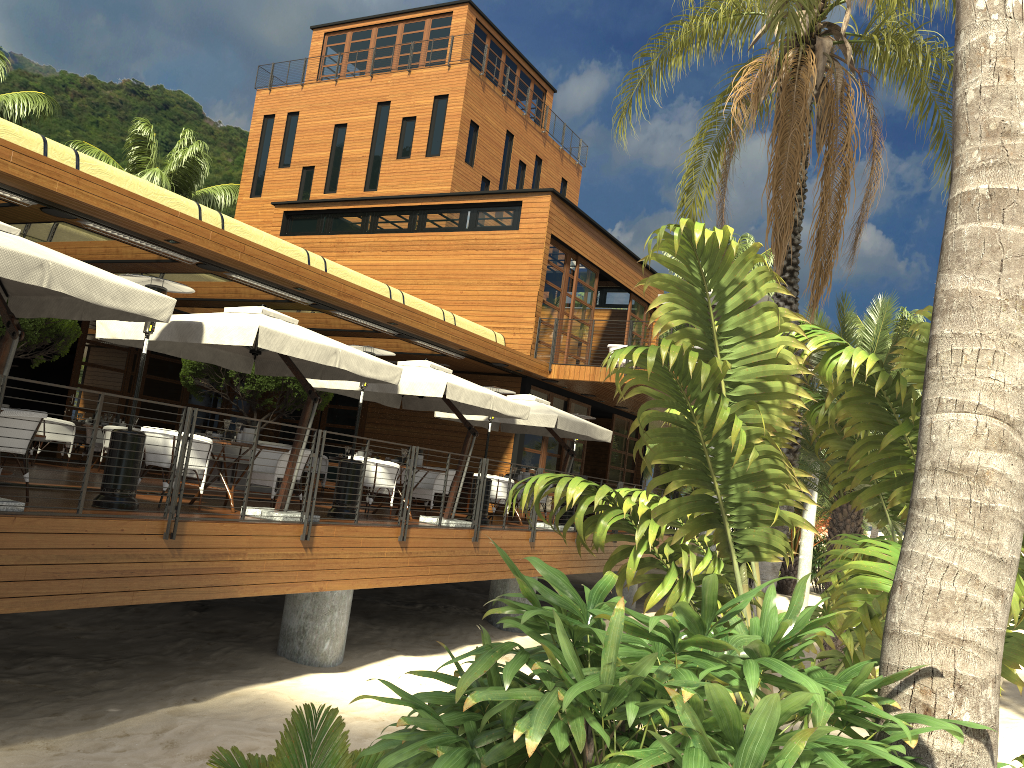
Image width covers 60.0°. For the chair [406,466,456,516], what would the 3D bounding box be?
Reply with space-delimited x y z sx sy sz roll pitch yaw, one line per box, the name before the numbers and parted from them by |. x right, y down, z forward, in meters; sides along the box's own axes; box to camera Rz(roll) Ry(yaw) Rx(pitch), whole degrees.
chair | -1.217 1.660 13.504 0.628 0.790 0.615 3 -8 30

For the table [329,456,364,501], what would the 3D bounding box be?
table | -2.975 1.834 16.961 1.166 0.751 1.163 3 -8 34

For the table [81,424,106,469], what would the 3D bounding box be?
table | -6.939 1.144 15.431 1.166 0.751 1.163 6 -7 9

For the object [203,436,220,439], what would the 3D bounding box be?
object | -3.286 0.580 9.607 0.295 0.025 0.170 4 -7 29

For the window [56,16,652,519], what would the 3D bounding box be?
window | -3.050 -6.303 22.567 14.492 18.005 38.320 7 -7 6

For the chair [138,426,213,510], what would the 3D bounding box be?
chair | -3.555 0.874 9.205 0.628 0.790 0.615 3 -8 30

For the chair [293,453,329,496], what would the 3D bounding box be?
chair | -3.814 1.678 16.720 0.616 0.790 0.626 9 -7 -15

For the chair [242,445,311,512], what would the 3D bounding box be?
chair | -2.782 1.130 10.592 0.628 0.790 0.615 3 -8 30

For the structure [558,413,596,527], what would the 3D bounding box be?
structure | 1.145 1.645 17.024 0.699 2.197 0.697 5 -8 17

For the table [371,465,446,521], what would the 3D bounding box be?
table | -1.599 1.548 12.785 0.932 0.751 0.929 4 -8 29

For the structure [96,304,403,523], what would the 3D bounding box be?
structure | -2.986 0.250 9.952 2.415 2.338 2.407 4 -8 29

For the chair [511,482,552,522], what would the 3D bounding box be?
chair | 0.376 2.199 16.468 0.628 0.790 0.615 3 -8 30

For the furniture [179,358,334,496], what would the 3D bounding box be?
furniture | -4.493 0.479 15.383 2.617 2.729 2.687 5 -7 19

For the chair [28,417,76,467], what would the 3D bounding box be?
chair | -7.716 0.955 14.813 0.615 0.790 0.627 13 -9 -40

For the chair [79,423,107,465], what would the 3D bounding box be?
chair | -7.465 1.129 16.079 0.626 0.790 0.616 13 -9 -40

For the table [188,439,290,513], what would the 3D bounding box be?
table | -3.178 1.014 9.848 0.932 0.751 0.929 4 -8 29

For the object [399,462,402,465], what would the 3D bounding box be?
object | -1.594 1.131 12.643 0.080 0.042 0.080 9 -7 -10

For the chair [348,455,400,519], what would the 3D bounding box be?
chair | -1.963 1.413 12.169 0.628 0.790 0.615 3 -8 30

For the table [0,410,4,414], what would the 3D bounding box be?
table | -4.756 0.480 6.910 0.932 0.751 0.929 4 -8 29

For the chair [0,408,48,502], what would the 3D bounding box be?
chair | -4.409 0.580 7.566 0.628 0.790 0.615 3 -8 30

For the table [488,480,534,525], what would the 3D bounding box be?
table | -0.017 2.084 15.729 0.932 0.751 0.929 4 -8 29

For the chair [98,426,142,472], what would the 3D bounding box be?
chair | -6.481 1.108 14.737 0.626 0.790 0.616 13 -9 -40

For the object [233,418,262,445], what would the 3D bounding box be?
object | -2.938 0.531 9.844 0.263 0.264 0.263 9 -7 -16

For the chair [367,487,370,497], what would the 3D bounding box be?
chair | -3.049 1.894 17.752 0.627 0.790 0.616 9 -7 -15

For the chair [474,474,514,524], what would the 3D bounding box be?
chair | -0.370 1.952 15.132 0.628 0.790 0.615 3 -8 30

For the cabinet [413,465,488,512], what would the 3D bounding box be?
cabinet | -1.404 2.208 18.825 1.612 0.840 0.555 4 -8 29

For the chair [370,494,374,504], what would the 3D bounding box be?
chair | -2.718 1.756 16.130 0.627 0.790 0.616 9 -7 -15

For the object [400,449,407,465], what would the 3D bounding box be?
object | -1.546 1.034 12.585 0.082 0.227 0.082 3 -8 30

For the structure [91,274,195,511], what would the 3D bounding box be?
structure | -3.525 0.064 8.335 0.699 2.197 0.697 5 -8 17

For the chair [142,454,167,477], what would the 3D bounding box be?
chair | -6.284 1.262 15.887 0.615 0.790 0.627 13 -9 -40

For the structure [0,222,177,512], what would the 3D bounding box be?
structure | -4.560 -0.283 7.023 2.415 2.338 2.407 4 -8 29

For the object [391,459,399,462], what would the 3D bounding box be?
object | -1.681 1.114 12.691 0.116 0.065 0.115 4 -7 27

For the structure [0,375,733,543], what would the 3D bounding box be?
structure | -0.083 1.742 13.101 0.163 1.156 26.194 3 -7 29

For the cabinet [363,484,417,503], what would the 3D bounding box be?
cabinet | -2.825 2.109 19.605 1.612 0.840 0.555 4 -8 29

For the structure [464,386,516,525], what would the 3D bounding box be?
structure | -0.415 1.117 14.120 0.699 2.197 0.697 5 -8 17

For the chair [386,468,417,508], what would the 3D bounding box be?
chair | -2.052 1.949 17.080 0.616 0.790 0.626 9 -7 -15

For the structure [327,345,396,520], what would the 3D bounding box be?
structure | -1.972 0.590 11.223 0.699 2.197 0.697 5 -8 17

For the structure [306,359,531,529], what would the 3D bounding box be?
structure | -1.411 0.783 12.881 2.415 2.338 2.407 4 -8 29

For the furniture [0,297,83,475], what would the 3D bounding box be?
furniture | -6.970 -0.343 10.921 2.568 2.729 2.713 8 -7 -6

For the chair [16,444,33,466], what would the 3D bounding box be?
chair | -7.621 0.830 13.579 0.627 0.790 0.615 3 -8 35

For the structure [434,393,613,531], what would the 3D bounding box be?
structure | 0.163 1.316 15.810 2.415 2.338 2.407 4 -8 29
